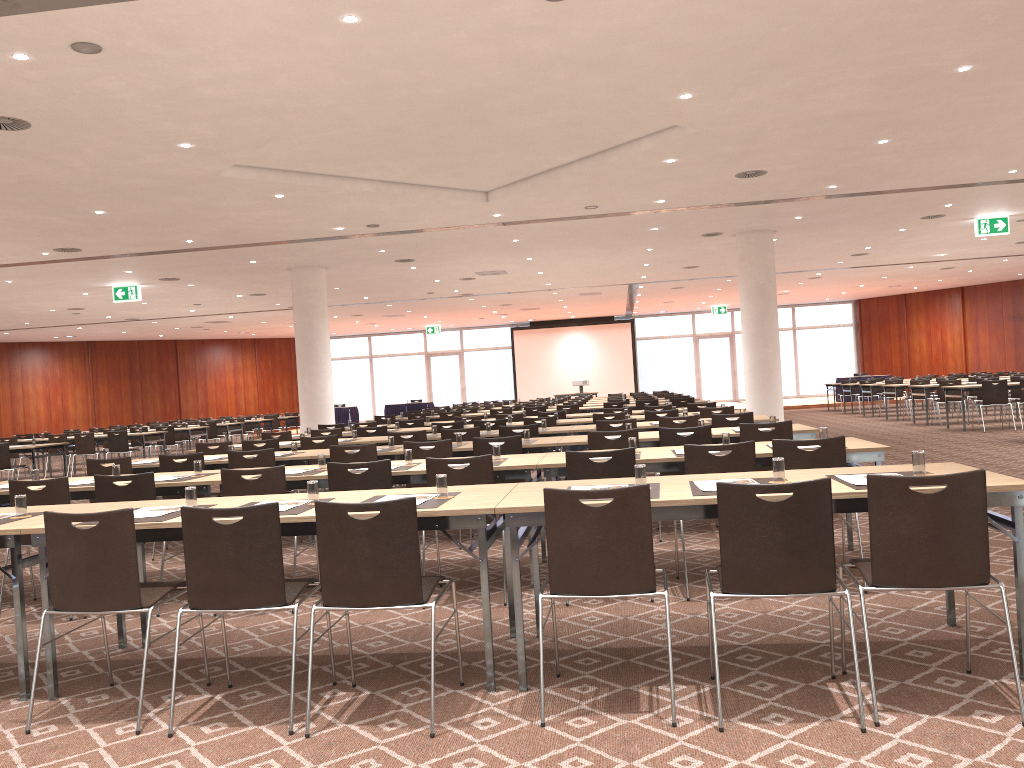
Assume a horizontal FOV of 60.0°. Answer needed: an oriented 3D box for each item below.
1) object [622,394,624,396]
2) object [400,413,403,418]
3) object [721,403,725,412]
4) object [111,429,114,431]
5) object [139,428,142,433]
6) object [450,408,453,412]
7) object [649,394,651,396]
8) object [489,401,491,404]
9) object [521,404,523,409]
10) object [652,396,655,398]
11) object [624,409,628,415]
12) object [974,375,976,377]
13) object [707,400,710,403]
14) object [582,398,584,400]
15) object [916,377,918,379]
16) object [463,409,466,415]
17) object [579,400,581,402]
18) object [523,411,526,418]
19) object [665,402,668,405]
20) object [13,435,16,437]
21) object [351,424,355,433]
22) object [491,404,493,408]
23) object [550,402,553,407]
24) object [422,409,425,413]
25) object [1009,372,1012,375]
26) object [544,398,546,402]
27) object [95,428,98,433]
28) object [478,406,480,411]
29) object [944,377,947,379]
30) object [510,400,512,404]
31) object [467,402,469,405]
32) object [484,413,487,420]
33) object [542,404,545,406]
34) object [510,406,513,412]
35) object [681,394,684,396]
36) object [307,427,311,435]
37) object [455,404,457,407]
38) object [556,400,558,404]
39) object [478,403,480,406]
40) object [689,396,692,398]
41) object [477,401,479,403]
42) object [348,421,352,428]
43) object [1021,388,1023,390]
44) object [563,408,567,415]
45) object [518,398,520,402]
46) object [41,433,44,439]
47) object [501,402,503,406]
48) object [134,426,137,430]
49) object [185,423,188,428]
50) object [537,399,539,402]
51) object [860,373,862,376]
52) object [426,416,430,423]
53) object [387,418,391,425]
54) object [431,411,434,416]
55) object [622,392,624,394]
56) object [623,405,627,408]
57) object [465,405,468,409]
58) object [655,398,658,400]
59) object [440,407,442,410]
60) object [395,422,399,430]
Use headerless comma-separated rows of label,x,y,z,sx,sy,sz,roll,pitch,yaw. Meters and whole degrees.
object,2.964,0.336,23.629,0.054,0.114,0.054,-3,1,41
object,-2.266,0.646,18.234,0.054,0.114,0.054,-4,0,-27
object,2.869,0.322,12.052,0.054,0.114,0.054,-3,1,41
object,-8.549,1.031,18.998,0.054,0.114,0.054,-4,0,-27
object,-7.919,0.992,18.908,0.054,0.114,0.054,-4,0,-27
object,-1.374,0.595,20.124,0.054,0.114,0.054,-4,0,-27
object,3.354,0.308,21.573,0.054,0.114,0.054,-3,1,41
object,-0.653,0.561,26.085,0.054,0.114,0.054,-3,1,41
object,0.222,0.497,19.940,0.054,0.114,0.054,-4,0,-27
object,3.127,0.319,19.584,0.054,0.114,0.054,-3,1,41
object,1.574,0.401,12.215,0.054,0.114,0.054,-4,0,-27
object,10.787,-0.147,20.659,0.054,0.114,0.054,-4,0,-4
object,3.112,0.310,14.047,0.054,0.114,0.054,-4,0,-4
object,1.747,0.407,21.765,0.054,0.114,0.054,-3,1,41
object,10.382,-0.119,22.722,0.054,0.114,0.054,-4,0,-4
object,-0.973,0.567,18.060,0.054,0.114,0.054,-3,1,41
object,1.514,0.418,19.776,0.054,0.114,0.054,-4,0,-27
object,0.201,0.489,14.396,0.054,0.114,0.054,-4,0,-4
object,2.464,0.350,14.130,0.054,0.114,0.054,-3,1,41
object,-10.805,1.169,19.264,0.054,0.114,0.054,-3,1,41
object,-2.281,0.637,12.690,0.054,0.114,0.054,-3,0,18
object,-0.490,0.544,22.036,0.054,0.114,0.054,-3,1,41
object,0.877,0.457,19.850,0.054,0.114,0.054,-4,0,-27
object,-2.021,0.634,20.216,0.054,0.114,0.054,-4,0,-27
object,12.620,-0.256,22.443,0.054,0.114,0.054,-4,0,-27
object,0.952,0.463,25.898,0.054,0.114,0.054,-3,1,41
object,-9.915,1.118,21.175,0.054,0.114,0.054,-3,1,41
object,-0.744,0.556,20.057,0.054,0.114,0.054,-4,0,-27
object,10.142,-0.107,20.743,0.054,0.114,0.054,-4,0,-4
object,-0.018,0.522,26.012,0.054,0.114,0.054,-3,1,41
object,-1.310,0.601,26.169,0.054,0.114,0.054,-4,0,-27
object,-0.431,0.527,14.478,0.054,0.114,0.054,-4,0,-4
object,0.637,0.468,17.871,0.054,0.114,0.054,-4,0,-27
object,-0.013,0.508,17.940,0.054,0.114,0.054,-4,0,-27
object,3.756,0.280,19.502,0.054,0.114,0.054,-4,0,-27
object,-2.927,0.677,12.773,0.054,0.114,0.054,-3,1,41
object,-1.536,0.612,24.174,0.054,0.114,0.054,-4,0,-27
object,1.103,0.446,21.834,0.054,0.114,0.054,-3,1,41
object,-0.893,0.572,24.095,0.054,0.114,0.054,-3,1,41
object,3.529,0.291,17.510,0.054,0.114,0.054,-4,0,-27
object,-1.067,0.590,28.146,0.054,0.114,0.054,-4,0,-27
object,-2.692,0.666,14.744,0.054,0.114,0.054,-4,0,-4
object,9.106,0.421,13.363,2.267,0.833,0.953,-3,0,7
object,0.851,0.449,14.314,0.054,0.114,0.054,-4,0,-4
object,0.231,0.510,27.997,0.054,0.114,0.054,-3,1,41
object,-10.159,1.130,19.196,0.054,0.114,0.054,-3,1,41
object,-0.262,0.534,24.033,0.054,0.114,0.054,-3,1,41
object,-8.948,1.059,21.063,0.054,0.114,0.054,-4,0,-27
object,-7.661,0.980,20.889,0.054,0.114,0.054,-4,0,-27
object,0.709,0.474,23.905,0.054,0.114,0.054,-3,1,41
object,11.778,-0.319,29.960,0.054,0.114,0.054,-3,0,18
object,-1.387,0.586,14.599,0.054,0.114,0.054,-3,1,41
object,-2.036,0.626,14.670,0.054,0.114,0.054,-3,0,18
object,-1.618,0.606,18.153,0.054,0.114,0.054,-3,1,41
object,3.445,0.313,27.607,0.054,0.114,0.054,-3,1,41
object,1.813,0.390,14.201,0.054,0.114,0.054,-3,0,18
object,-1.132,0.583,22.124,0.054,0.114,0.054,-3,1,41
object,2.873,0.331,17.595,0.054,0.114,0.054,-3,1,41
object,-1.783,0.623,22.190,0.054,0.114,0.054,-4,0,-27
object,-1.632,0.597,12.600,0.054,0.114,0.054,-3,0,18
